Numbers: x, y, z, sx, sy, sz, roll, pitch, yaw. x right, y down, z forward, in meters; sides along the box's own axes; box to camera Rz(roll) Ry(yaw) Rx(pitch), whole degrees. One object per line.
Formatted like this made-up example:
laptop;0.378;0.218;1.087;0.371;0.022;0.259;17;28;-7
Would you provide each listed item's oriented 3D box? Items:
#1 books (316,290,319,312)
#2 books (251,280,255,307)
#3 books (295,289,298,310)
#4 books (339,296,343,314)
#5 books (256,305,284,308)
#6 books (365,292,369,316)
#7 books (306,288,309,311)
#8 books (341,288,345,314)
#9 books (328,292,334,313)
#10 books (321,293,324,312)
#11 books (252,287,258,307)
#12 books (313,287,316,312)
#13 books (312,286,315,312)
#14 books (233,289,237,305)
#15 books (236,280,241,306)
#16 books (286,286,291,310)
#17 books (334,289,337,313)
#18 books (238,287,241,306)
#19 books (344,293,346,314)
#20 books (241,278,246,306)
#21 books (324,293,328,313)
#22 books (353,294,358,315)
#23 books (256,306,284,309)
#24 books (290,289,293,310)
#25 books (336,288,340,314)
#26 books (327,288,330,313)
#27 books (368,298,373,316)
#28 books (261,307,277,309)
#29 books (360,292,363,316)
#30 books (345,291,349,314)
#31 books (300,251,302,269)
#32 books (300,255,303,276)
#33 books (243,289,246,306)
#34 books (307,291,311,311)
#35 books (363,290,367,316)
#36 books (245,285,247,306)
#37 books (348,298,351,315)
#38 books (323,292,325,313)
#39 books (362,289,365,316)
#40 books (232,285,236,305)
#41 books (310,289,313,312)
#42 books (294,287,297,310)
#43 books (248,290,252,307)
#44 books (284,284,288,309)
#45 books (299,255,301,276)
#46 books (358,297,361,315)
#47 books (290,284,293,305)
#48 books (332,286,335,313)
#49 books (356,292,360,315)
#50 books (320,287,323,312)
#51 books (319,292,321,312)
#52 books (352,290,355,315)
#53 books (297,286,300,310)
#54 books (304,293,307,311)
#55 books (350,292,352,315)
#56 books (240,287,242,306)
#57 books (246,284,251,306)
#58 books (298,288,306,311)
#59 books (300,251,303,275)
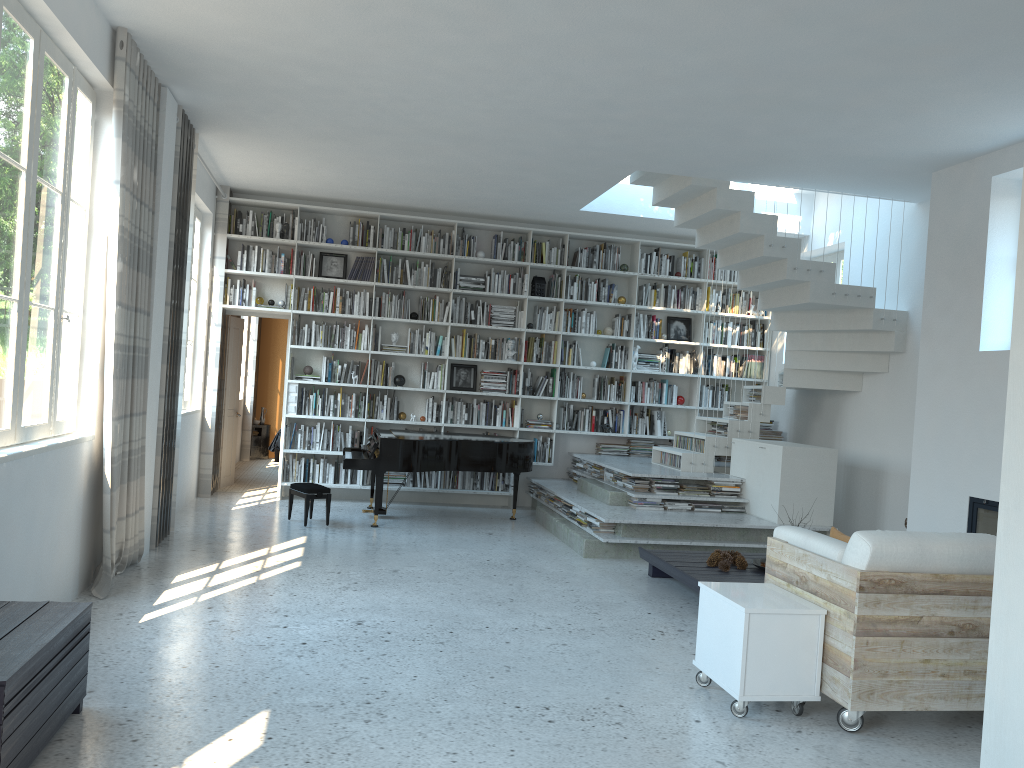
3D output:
books;-2.104;-0.889;9.593;0.047;0.249;0.134;4;0;-11
books;-2.761;-0.958;9.457;0.013;0.299;0.179;4;0;-11
books;-2.319;-0.895;9.547;0.022;0.232;0.151;4;0;-11
books;-1.859;-0.845;9.614;0.029;0.195;0.192;4;0;-11
books;-2.588;-0.827;9.501;0.285;0.012;0.159;4;0;-9
books;-1.581;-0.861;9.681;0.035;0.264;0.177;4;0;-11
books;-2.204;-0.902;9.569;0.010;0.263;0.151;4;0;-11
books;-1.834;-0.889;9.645;0.025;0.286;0.161;4;0;-11
books;-1.965;-0.874;9.618;0.047;0.238;0.162;4;0;-11
books;-2.049;-0.869;9.592;0.014;0.218;0.164;4;0;-11
books;-2.741;-0.913;9.448;0.029;0.211;0.187;4;0;-11
books;-2.128;-0.905;9.571;0.011;0.277;0.164;4;0;-11
books;-2.145;-0.908;9.578;0.020;0.281;0.164;4;0;-11
books;-2.941;-0.914;9.446;0.029;0.185;0.134;4;0;-11
books;-2.909;-0.960;9.434;0.022;0.281;0.156;4;0;-11
books;-2.403;-0.919;9.548;0.044;0.269;0.133;4;0;-11
books;-1.913;-0.887;9.612;0.023;0.271;0.187;4;0;-11
books;-2.892;-0.925;9.455;0.023;0.214;0.140;4;0;-11
books;-1.815;-0.861;9.638;0.013;0.232;0.171;4;0;-11
books;-2.853;-0.964;9.422;0.013;0.297;0.187;4;0;-11
books;-2.015;-0.867;9.599;0.031;0.217;0.173;4;0;-11
books;-1.705;-0.852;9.655;0.030;0.231;0.172;4;0;-11
books;-2.589;-0.815;9.499;0.285;0.012;0.159;4;0;-14
books;-2.354;-0.894;9.506;0.021;0.224;0.231;4;0;-11
books;-1.886;-0.892;9.612;0.030;0.286;0.185;4;0;-11
books;-1.993;-0.893;9.608;0.014;0.273;0.180;4;0;-11
books;-1.542;-0.827;9.664;0.039;0.202;0.236;4;0;-11
books;-2.591;-0.803;9.506;0.254;0.012;0.161;4;0;-11
books;-1.647;-0.866;9.688;0.024;0.266;0.155;4;0;-11
books;-1.797;-0.874;9.656;0.029;0.261;0.157;4;0;-11
books;-2.273;-1.282;9.548;0.005;0.277;0.146;4;0;-11
books;-2.260;-1.257;9.538;0.009;0.228;0.184;4;0;-11
books;-2.841;-0.911;9.440;0.024;0.193;0.181;4;0;-11
books;-2.184;-0.885;9.569;0.030;0.230;0.172;4;0;-11
books;-1.608;-0.875;9.678;0.022;0.289;0.169;4;0;-11
books;-2.825;-0.930;9.449;0.010;0.234;0.165;4;0;-11
books;-1.775;-0.835;9.660;0.022;0.186;0.136;4;0;-11
books;-2.037;-0.874;9.601;0.011;0.229;0.170;4;0;-11
books;-1.622;-0.877;9.663;0.012;0.291;0.182;4;0;-11
books;-2.954;-0.932;9.417;0.010;0.220;0.181;4;0;-11
books;-2.161;-0.895;9.571;0.014;0.252;0.187;4;0;-11
books;-2.336;-0.907;9.552;0.012;0.254;0.161;4;0;-11
books;-2.789;-0.906;9.473;0.029;0.191;0.134;4;0;-11
books;-2.427;-0.929;9.522;0.012;0.285;0.159;4;0;-11
books;-2.280;-1.263;9.548;0.005;0.238;0.154;4;0;-11
books;-1.665;-0.837;9.676;0.013;0.206;0.172;4;0;-11
books;-2.373;-0.926;9.538;0.010;0.286;0.137;4;0;-11
books;-1.933;-0.905;9.626;0.014;0.304;0.151;4;0;-11
books;-1.678;-0.867;9.659;0.022;0.263;0.174;4;0;-11
books;-2.062;-0.900;9.602;0.012;0.277;0.150;4;0;-11
books;-2.076;-0.878;9.603;0.012;0.230;0.149;4;0;-11
books;-1.725;-0.879;9.655;0.012;0.281;0.188;4;0;-11
books;-2.299;-0.909;9.542;0.012;0.263;0.180;4;0;-11
books;-2.221;-0.870;9.550;0.026;0.195;0.175;4;0;-11
books;-1.752;-0.871;9.669;0.035;0.260;0.131;4;0;-11
books;-2.872;-0.920;9.438;0.011;0.206;0.163;4;0;-11
books;-2.804;-0.930;9.428;0.021;0.237;0.188;4;0;-11
books;-2.266;-0.904;9.565;0.062;0.258;0.153;4;0;-11
books;-2.268;-1.288;9.552;0.006;0.289;0.144;4;0;-11
